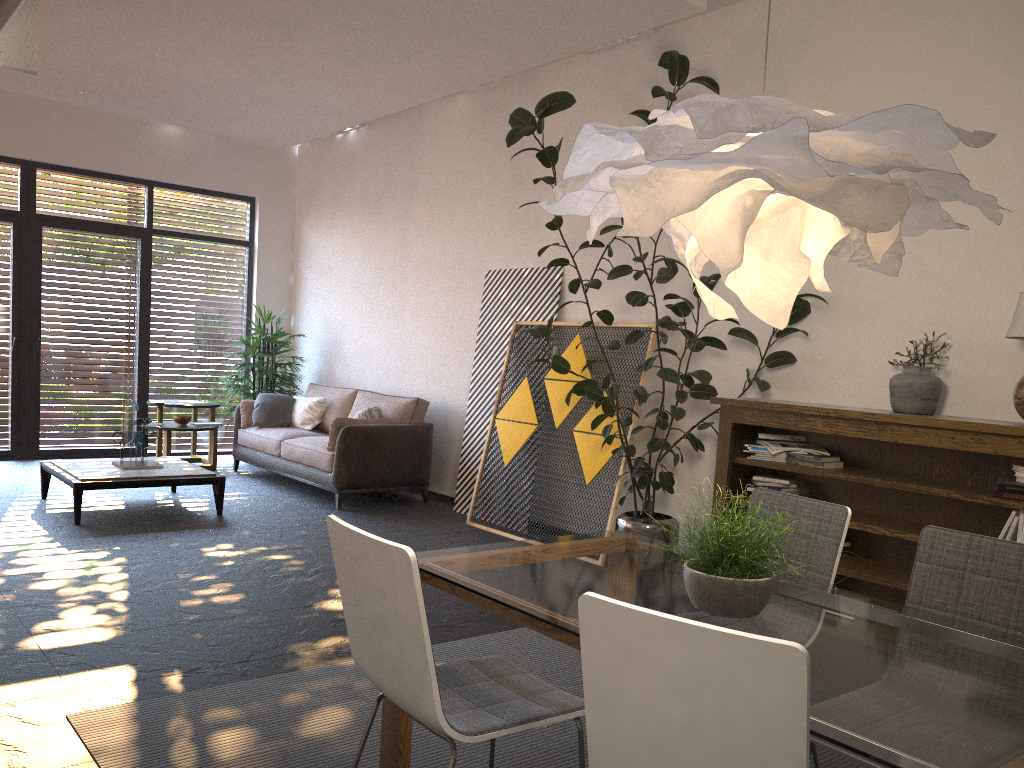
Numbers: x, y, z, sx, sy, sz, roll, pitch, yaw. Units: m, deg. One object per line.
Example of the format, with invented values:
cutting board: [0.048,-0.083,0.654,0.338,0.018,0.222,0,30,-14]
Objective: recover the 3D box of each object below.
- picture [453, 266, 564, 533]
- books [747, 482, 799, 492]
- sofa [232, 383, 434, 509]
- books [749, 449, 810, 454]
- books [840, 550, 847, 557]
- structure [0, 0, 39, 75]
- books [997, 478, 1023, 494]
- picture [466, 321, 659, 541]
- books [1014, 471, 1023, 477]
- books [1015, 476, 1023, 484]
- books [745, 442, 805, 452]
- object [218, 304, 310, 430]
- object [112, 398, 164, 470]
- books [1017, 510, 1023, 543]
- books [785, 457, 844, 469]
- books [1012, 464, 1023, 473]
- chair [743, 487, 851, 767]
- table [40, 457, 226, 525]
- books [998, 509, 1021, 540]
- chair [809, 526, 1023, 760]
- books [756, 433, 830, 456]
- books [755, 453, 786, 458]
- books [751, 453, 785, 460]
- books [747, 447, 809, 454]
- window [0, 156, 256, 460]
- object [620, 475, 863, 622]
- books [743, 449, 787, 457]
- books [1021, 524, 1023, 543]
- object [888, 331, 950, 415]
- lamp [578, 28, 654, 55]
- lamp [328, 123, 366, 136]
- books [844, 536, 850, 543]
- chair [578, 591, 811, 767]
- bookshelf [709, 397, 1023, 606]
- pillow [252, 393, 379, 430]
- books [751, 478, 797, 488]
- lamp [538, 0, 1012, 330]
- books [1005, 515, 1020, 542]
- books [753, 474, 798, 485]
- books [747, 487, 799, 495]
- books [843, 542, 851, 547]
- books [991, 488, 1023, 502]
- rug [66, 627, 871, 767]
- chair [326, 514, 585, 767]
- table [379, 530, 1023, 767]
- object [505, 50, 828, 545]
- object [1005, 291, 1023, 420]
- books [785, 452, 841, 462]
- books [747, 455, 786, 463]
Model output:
picture: [-0.051,0.092,7.022,0.207,2.028,0.954,-1,6,-39]
books: [1.468,0.579,4.993,0.162,0.023,0.230,2,3,-38]
sofa: [-1.719,0.499,8.284,0.993,0.923,2.312,1,4,-39]
books: [1.503,0.375,4.943,0.318,0.011,0.252,4,2,23]
books: [1.647,0.901,4.755,0.243,0.034,0.179,2,3,-37]
structure: [1.034,-2.793,0.947,4.233,8.347,8.426,0,5,-39]
books: [2.408,-2.793,1.066,0.360,6.738,5.372,4,4,2]
picture: [0.306,0.349,6.369,0.386,1.612,1.491,-1,5,-39]
books: [2.349,0.404,3.842,0.244,0.019,0.174,3,2,-14]
books: [2.343,0.428,3.837,0.225,0.029,0.178,4,2,3]
books: [1.495,0.353,4.967,0.318,0.011,0.252,5,2,28]
object: [-2.681,-0.008,9.526,0.912,1.731,0.975,5,5,16]
object: [-0.794,-1.352,2.818,0.366,4.493,8.868,1,4,-27]
books: [2.271,0.645,3.909,0.136,0.189,0.018,0,6,-39]
books: [1.627,0.422,4.767,0.179,0.034,0.242,2,3,-36]
books: [2.348,0.381,3.862,0.243,0.024,0.174,4,2,6]
chair: [0.724,0.835,2.955,0.602,0.924,0.473,1,5,-29]
table: [-2.914,0.785,6.772,1.049,0.308,1.111,2,3,-39]
books: [2.222,0.643,3.942,0.135,0.183,0.077,0,6,-39]
chair: [1.109,0.881,2.327,0.601,0.924,0.473,0,6,-39]
books: [1.552,0.345,4.909,0.322,0.109,0.272,3,2,-4]
books: [1.525,0.399,4.929,0.318,0.011,0.252,4,2,18]
books: [1.508,0.408,4.937,0.318,0.011,0.252,4,2,21]
books: [1.498,0.364,4.960,0.318,0.011,0.252,4,2,23]
window: [-4.852,-0.747,8.790,4.943,3.042,0.457,1,5,-39]
object: [0.592,0.425,2.314,0.531,0.369,0.665,1,4,-44]
books: [1.491,0.385,4.955,0.317,0.011,0.252,5,2,33]
books: [2.270,0.660,3.884,0.120,0.160,0.016,0,6,-39]
object: [1.993,-0.059,4.376,0.274,0.414,0.385,6,4,29]
lamp: [0.642,-2.383,6.052,0.253,0.066,0.642,2,3,-39]
lamp: [-1.764,-2.635,9.028,0.253,0.066,0.642,2,3,-39]
books: [1.663,0.823,4.745,0.225,0.029,0.178,2,3,-36]
chair: [0.436,0.859,1.783,0.473,0.924,0.601,7,5,37]
bookshelf: [1.858,0.726,4.449,0.451,1.177,1.911,0,5,-39]
pillow: [-1.830,0.307,8.216,0.618,0.344,1.885,1,3,-39]
books: [1.473,0.557,4.985,0.221,0.023,0.147,4,2,2]
lamp: [0.767,-2.739,2.021,1.118,5.236,1.056,1,6,-28]
books: [2.234,0.657,3.928,0.120,0.158,0.056,0,6,-39]
books: [1.482,0.537,4.981,0.204,0.020,0.155,5,3,36]
books: [1.474,0.601,4.990,0.243,0.019,0.174,5,3,36]
books: [1.666,0.850,4.757,0.243,0.024,0.174,2,2,-32]
books: [2.290,0.492,3.884,0.285,0.034,0.230,5,3,43]
rug: [0.527,1.300,2.390,2.371,0.006,3.671,2,3,-39]
chair: [-0.143,0.806,2.273,0.601,0.924,0.473,0,5,-36]
table: [0.556,0.948,2.342,0.997,0.717,1.792,1,3,-39]
object: [0.821,-0.383,5.307,2.007,3.214,0.905,6,5,29]
object: [2.367,-0.104,3.874,0.389,0.585,0.388,5,4,20]
books: [1.619,0.392,4.768,0.166,0.024,0.226,2,3,-35]
books: [1.497,0.418,4.940,0.318,0.011,0.252,4,2,24]
